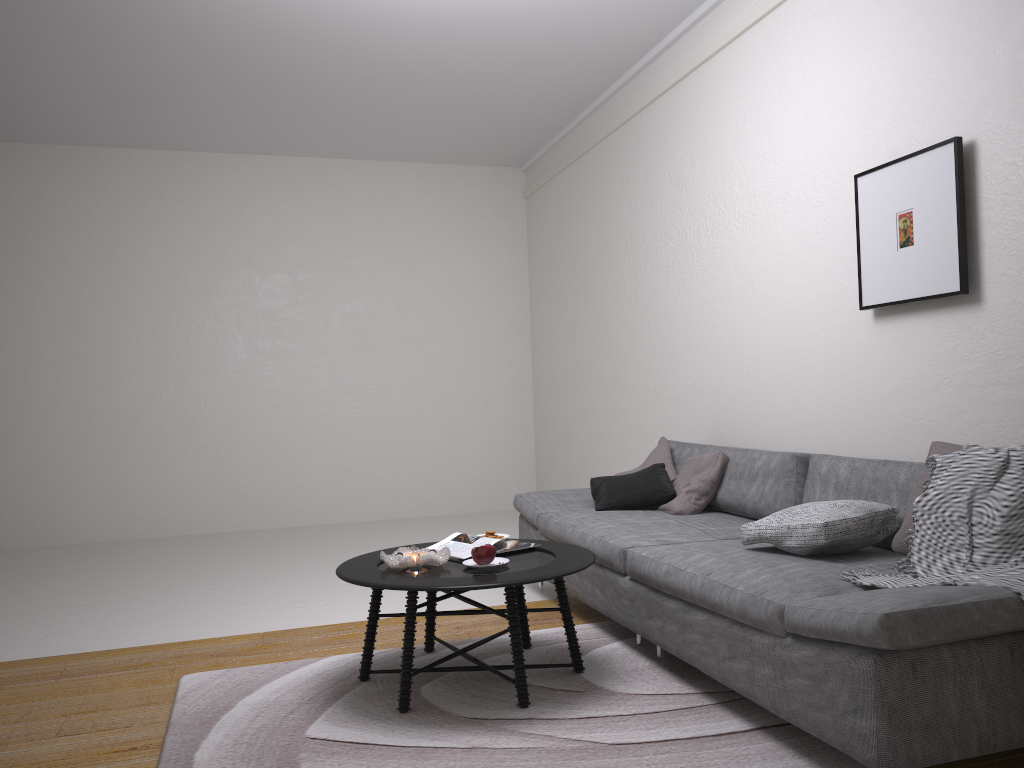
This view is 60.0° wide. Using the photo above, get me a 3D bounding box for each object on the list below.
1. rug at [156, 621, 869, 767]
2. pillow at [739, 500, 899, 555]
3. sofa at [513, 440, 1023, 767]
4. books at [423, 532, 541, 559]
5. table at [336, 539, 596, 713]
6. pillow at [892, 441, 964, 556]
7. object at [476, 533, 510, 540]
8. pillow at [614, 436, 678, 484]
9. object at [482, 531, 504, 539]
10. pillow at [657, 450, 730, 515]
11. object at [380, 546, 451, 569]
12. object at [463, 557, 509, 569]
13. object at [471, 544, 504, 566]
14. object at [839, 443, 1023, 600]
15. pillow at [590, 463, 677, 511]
[{"bbox_3d":[0.176,1.045,1.976,1.974,0.008,3.664,-2,-1,-17],"label":"rug"},{"bbox_3d":[1.078,0.507,3.127,0.413,0.194,0.397,-2,-1,-31],"label":"pillow"},{"bbox_3d":[0.950,0.682,3.652,1.115,0.772,3.021,-2,-1,-17],"label":"sofa"},{"bbox_3d":[-0.124,0.622,3.489,0.380,0.048,0.299,-1,-1,-38],"label":"books"},{"bbox_3d":[-0.156,0.868,3.255,0.956,0.449,0.932,-2,-1,-20],"label":"table"},{"bbox_3d":[1.401,0.382,2.752,0.244,0.390,0.421,-2,-1,-16],"label":"pillow"},{"bbox_3d":[-0.091,0.636,3.647,0.171,0.015,0.164,-1,-1,-35],"label":"object"},{"bbox_3d":[0.731,0.516,4.812,0.351,0.448,0.480,-2,-1,4],"label":"pillow"},{"bbox_3d":[-0.091,0.623,3.649,0.117,0.036,0.122,-3,-1,34],"label":"object"},{"bbox_3d":[0.866,0.487,4.403,0.342,0.318,0.418,-2,-1,-17],"label":"pillow"},{"bbox_3d":[-0.350,0.628,3.211,0.254,0.062,0.252,-2,-1,-10],"label":"object"},{"bbox_3d":[-0.092,0.641,3.161,0.165,0.015,0.170,-3,-1,28],"label":"object"},{"bbox_3d":[-0.094,0.606,3.150,0.109,0.082,0.089,-2,-1,17],"label":"object"},{"bbox_3d":[1.391,0.615,2.473,0.867,0.866,0.632,-3,-1,38],"label":"object"},{"bbox_3d":[0.612,0.555,4.512,0.420,0.268,0.402,-2,-1,3],"label":"pillow"}]
